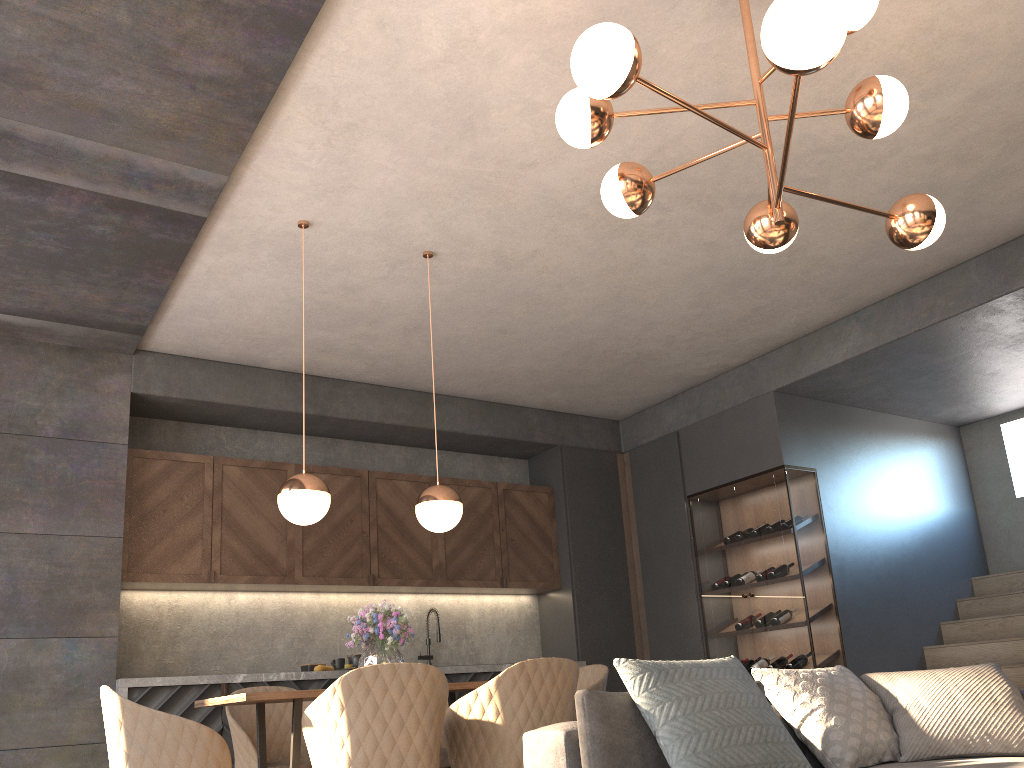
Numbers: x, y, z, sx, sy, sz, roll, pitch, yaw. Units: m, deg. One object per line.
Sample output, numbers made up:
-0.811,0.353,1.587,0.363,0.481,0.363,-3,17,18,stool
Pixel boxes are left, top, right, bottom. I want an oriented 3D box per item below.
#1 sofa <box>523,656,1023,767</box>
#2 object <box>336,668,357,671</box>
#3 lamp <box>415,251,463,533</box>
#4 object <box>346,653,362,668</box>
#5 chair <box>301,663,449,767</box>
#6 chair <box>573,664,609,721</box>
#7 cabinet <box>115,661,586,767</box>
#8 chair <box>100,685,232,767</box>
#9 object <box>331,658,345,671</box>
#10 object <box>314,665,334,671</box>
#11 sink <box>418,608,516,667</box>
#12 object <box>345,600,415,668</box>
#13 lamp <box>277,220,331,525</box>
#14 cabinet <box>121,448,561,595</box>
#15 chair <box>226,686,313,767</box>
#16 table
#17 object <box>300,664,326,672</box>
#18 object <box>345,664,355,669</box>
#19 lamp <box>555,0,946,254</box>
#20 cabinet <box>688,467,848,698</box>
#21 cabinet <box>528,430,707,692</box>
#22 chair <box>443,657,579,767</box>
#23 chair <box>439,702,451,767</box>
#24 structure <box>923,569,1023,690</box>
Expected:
1.635,0.985,2.243,2.034,0.765,2.971,9,-23,-32,sofa
-1.127,1.977,6.096,0.170,0.019,0.174,-1,-20,-8,object
-0.408,0.014,4.600,0.241,1.507,0.242,-13,-18,31,lamp
-1.096,1.996,6.322,0.154,0.134,0.138,-14,-20,27,object
-0.490,1.484,3.297,0.556,0.816,0.522,4,-18,-23,chair
0.226,1.827,4.374,0.512,0.816,0.567,5,-19,-28,chair
-0.976,2.484,6.133,3.410,0.927,0.612,9,-21,-32,cabinet
-1.333,1.584,3.415,0.512,0.816,0.567,5,-19,-28,chair
-1.226,1.991,6.238,0.090,0.101,0.115,-3,-18,-1,object
-1.278,1.951,6.035,0.071,0.053,0.309,-6,-20,7,object
-0.478,1.958,6.698,0.967,0.533,0.470,9,-21,-32,sink
-0.603,1.199,4.080,0.331,0.399,0.303,-12,-19,25,object
-0.996,-0.082,4.226,0.240,1.507,0.244,4,-18,-27,lamp
-1.136,1.106,6.621,3.410,0.845,0.377,9,-21,-32,cabinet
-1.097,1.865,4.234,0.559,0.816,0.519,10,-21,-37,chair
-0.559,1.741,3.895,1.474,0.751,0.784,9,-22,-32,table
-1.382,1.983,6.141,0.118,0.066,0.159,-20,-25,38,object
-1.127,1.961,6.101,0.120,0.044,0.119,6,-22,-27,object
0.683,-0.955,2.853,1.025,1.013,1.487,-15,-21,30,lamp
1.884,1.529,6.618,0.338,1.547,1.019,6,-20,-32,cabinet
1.052,1.853,7.350,1.193,2.689,1.226,7,-19,-32,cabinet
0.022,1.569,3.626,0.559,0.816,0.519,10,-21,-37,chair
-0.539,1.947,4.564,0.558,0.816,0.520,7,-20,-33,chair
3.527,1.900,6.027,2.271,1.389,1.538,8,-22,-32,structure
